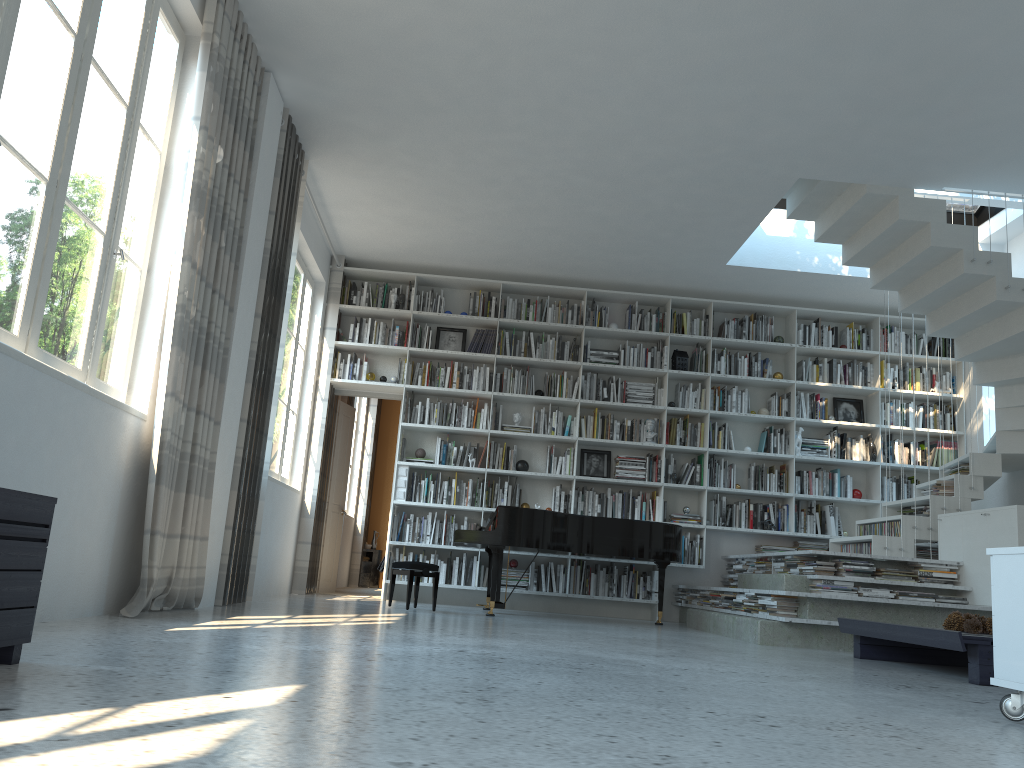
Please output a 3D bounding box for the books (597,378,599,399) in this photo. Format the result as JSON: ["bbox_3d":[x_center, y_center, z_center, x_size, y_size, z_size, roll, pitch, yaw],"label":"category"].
[{"bbox_3d":[0.830,0.084,8.735,0.011,0.251,0.153,5,-12,-2],"label":"books"}]

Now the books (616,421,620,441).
[{"bbox_3d":[1.020,0.479,8.664,0.030,0.214,0.169,5,-12,-2],"label":"books"}]

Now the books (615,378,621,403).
[{"bbox_3d":[1.039,0.090,8.731,0.021,0.268,0.192,5,-12,-2],"label":"books"}]

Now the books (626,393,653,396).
[{"bbox_3d":[1.249,0.119,8.756,0.254,0.012,0.161,5,-12,-1],"label":"books"}]

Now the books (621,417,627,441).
[{"bbox_3d":[1.093,0.464,8.673,0.014,0.258,0.162,5,-12,-2],"label":"books"}]

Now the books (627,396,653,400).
[{"bbox_3d":[1.247,0.153,8.746,0.254,0.012,0.161,4,-12,0],"label":"books"}]

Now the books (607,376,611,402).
[{"bbox_3d":[0.953,0.079,8.747,0.022,0.285,0.131,5,-12,-2],"label":"books"}]

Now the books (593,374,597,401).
[{"bbox_3d":[0.801,0.061,8.744,0.029,0.294,0.151,5,-12,-2],"label":"books"}]

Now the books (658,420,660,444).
[{"bbox_3d":[1.425,0.493,8.692,0.014,0.260,0.137,5,-12,-2],"label":"books"}]

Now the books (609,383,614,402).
[{"bbox_3d":[0.974,0.113,8.735,0.024,0.216,0.148,5,-12,-2],"label":"books"}]

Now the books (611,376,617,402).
[{"bbox_3d":[1.004,0.079,8.746,0.049,0.290,0.162,5,-12,-2],"label":"books"}]

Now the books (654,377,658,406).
[{"bbox_3d":[1.420,0.102,8.767,0.012,0.318,0.140,5,-12,-2],"label":"books"}]

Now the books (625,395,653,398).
[{"bbox_3d":[1.247,0.141,8.749,0.254,0.012,0.161,5,-12,-4],"label":"books"}]

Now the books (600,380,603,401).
[{"bbox_3d":[0.869,0.092,8.733,0.011,0.239,0.148,5,-12,-2],"label":"books"}]

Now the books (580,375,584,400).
[{"bbox_3d":[0.682,0.063,8.729,0.026,0.266,0.171,5,-12,-2],"label":"books"}]

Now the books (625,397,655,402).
[{"bbox_3d":[1.246,0.165,8.742,0.285,0.012,0.160,5,-12,-5],"label":"books"}]

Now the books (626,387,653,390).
[{"bbox_3d":[1.254,0.058,8.760,0.254,0.012,0.161,4,-12,3],"label":"books"}]

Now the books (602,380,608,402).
[{"bbox_3d":[0.908,0.096,8.728,0.066,0.236,0.154,5,-12,-2],"label":"books"}]

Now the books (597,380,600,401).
[{"bbox_3d":[0.842,0.094,8.734,0.014,0.232,0.147,5,-12,-2],"label":"books"}]

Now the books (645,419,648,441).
[{"bbox_3d":[1.315,0.483,8.692,0.014,0.262,0.135,5,-12,-2],"label":"books"}]

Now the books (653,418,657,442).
[{"bbox_3d":[1.392,0.482,8.697,0.025,0.278,0.108,5,-12,-2],"label":"books"}]

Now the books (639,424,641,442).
[{"bbox_3d":[1.237,0.504,8.683,0.022,0.206,0.114,5,-12,-2],"label":"books"}]

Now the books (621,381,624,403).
[{"bbox_3d":[1.080,0.107,8.737,0.015,0.244,0.183,5,-12,-2],"label":"books"}]

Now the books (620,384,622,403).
[{"bbox_3d":[1.059,0.121,8.742,0.024,0.215,0.132,5,-12,-2],"label":"books"}]

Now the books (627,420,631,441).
[{"bbox_3d":[1.124,0.480,8.656,0.029,0.223,0.186,5,-12,-2],"label":"books"}]

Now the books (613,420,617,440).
[{"bbox_3d":[0.993,0.475,8.662,0.024,0.216,0.175,5,-12,-2],"label":"books"}]

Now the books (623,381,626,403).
[{"bbox_3d":[1.094,0.105,8.726,0.013,0.246,0.177,5,-12,-2],"label":"books"}]

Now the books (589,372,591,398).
[{"bbox_3d":[0.755,0.050,8.752,0.014,0.312,0.134,5,-12,-2],"label":"books"}]

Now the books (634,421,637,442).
[{"bbox_3d":[1.190,0.489,8.687,0.025,0.229,0.143,5,-12,-2],"label":"books"}]

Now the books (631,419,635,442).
[{"bbox_3d":[1.174,0.473,8.652,0.012,0.244,0.186,5,-12,-2],"label":"books"}]

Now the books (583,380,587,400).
[{"bbox_3d":[0.706,0.087,8.741,0.027,0.228,0.147,5,-12,-2],"label":"books"}]

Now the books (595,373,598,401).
[{"bbox_3d":[0.822,0.059,8.737,0.011,0.299,0.180,5,-12,-2],"label":"books"}]

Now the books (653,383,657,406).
[{"bbox_3d":[1.406,0.129,8.745,0.012,0.253,0.161,5,-12,-2],"label":"books"}]

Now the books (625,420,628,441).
[{"bbox_3d":[1.104,0.476,8.667,0.010,0.233,0.175,5,-12,-2],"label":"books"}]

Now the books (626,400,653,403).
[{"bbox_3d":[1.244,0.190,8.743,0.254,0.012,0.161,5,-12,-2],"label":"books"}]

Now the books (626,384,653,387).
[{"bbox_3d":[1.255,0.034,8.775,0.254,0.012,0.161,5,-12,-2],"label":"books"}]

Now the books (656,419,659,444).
[{"bbox_3d":[1.412,0.486,8.680,0.014,0.265,0.154,5,-12,-2],"label":"books"}]

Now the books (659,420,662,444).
[{"bbox_3d":[1.443,0.494,8.700,0.023,0.264,0.107,5,-12,-2],"label":"books"}]

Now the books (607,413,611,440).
[{"bbox_3d":[0.939,0.438,8.667,0.013,0.283,0.177,5,-12,-2],"label":"books"}]

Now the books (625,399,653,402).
[{"bbox_3d":[1.245,0.177,8.744,0.254,0.012,0.161,5,-12,-3],"label":"books"}]

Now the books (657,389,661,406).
[{"bbox_3d":[1.436,0.162,8.753,0.029,0.198,0.172,5,-12,-2],"label":"books"}]

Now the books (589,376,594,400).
[{"bbox_3d":[0.774,0.069,8.723,0.025,0.265,0.185,5,-12,-2],"label":"books"}]

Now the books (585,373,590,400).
[{"bbox_3d":[0.736,0.052,8.732,0.026,0.296,0.179,5,-12,-2],"label":"books"}]

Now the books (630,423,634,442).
[{"bbox_3d":[1.152,0.495,8.657,0.029,0.200,0.178,5,-12,-2],"label":"books"}]

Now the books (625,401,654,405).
[{"bbox_3d":[1.243,0.201,8.739,0.285,0.012,0.160,5,-12,-1],"label":"books"}]

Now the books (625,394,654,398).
[{"bbox_3d":[1.248,0.130,8.754,0.285,0.012,0.160,5,-12,-1],"label":"books"}]

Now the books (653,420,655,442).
[{"bbox_3d":[1.367,0.487,8.684,0.025,0.259,0.130,5,-12,-2],"label":"books"}]

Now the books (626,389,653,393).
[{"bbox_3d":[1.252,0.083,8.761,0.254,0.012,0.161,4,-12,0],"label":"books"}]

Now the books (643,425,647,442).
[{"bbox_3d":[1.289,0.509,8.676,0.035,0.201,0.149,5,-12,-2],"label":"books"}]

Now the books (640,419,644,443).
[{"bbox_3d":[1.262,0.479,8.683,0.024,0.258,0.127,5,-12,-2],"label":"books"}]

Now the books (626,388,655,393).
[{"bbox_3d":[1.253,0.071,8.766,0.285,0.012,0.160,5,-12,-3],"label":"books"}]

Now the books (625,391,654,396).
[{"bbox_3d":[1.250,0.106,8.754,0.285,0.012,0.160,4,-12,1],"label":"books"}]

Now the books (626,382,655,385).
[{"bbox_3d":[1.257,0.010,8.776,0.285,0.012,0.160,4,-12,0],"label":"books"}]

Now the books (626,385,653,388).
[{"bbox_3d":[1.254,0.045,8.769,0.254,0.012,0.161,4,-12,0],"label":"books"}]

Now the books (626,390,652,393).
[{"bbox_3d":[1.251,0.094,8.756,0.254,0.012,0.161,5,-12,-5],"label":"books"}]

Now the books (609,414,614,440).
[{"bbox_3d":[0.959,0.444,8.652,0.028,0.267,0.190,5,-12,-2],"label":"books"}]

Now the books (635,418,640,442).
[{"bbox_3d":[1.217,0.473,8.672,0.025,0.258,0.151,5,-12,-2],"label":"books"}]

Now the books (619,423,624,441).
[{"bbox_3d":[1.059,0.492,8.675,0.050,0.198,0.146,5,-12,-2],"label":"books"}]

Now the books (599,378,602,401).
[{"bbox_3d":[0.857,0.086,8.733,0.014,0.249,0.173,5,-12,-2],"label":"books"}]

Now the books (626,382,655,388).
[{"bbox_3d":[1.257,0.020,8.766,0.285,0.012,0.160,6,-12,-7],"label":"books"}]
